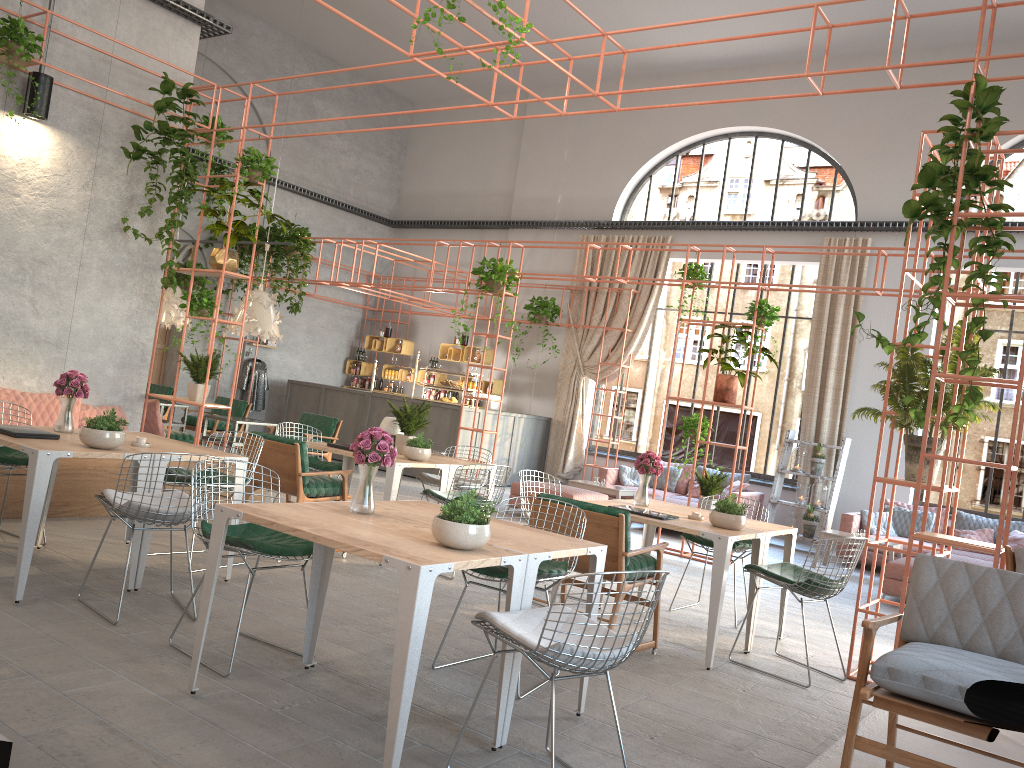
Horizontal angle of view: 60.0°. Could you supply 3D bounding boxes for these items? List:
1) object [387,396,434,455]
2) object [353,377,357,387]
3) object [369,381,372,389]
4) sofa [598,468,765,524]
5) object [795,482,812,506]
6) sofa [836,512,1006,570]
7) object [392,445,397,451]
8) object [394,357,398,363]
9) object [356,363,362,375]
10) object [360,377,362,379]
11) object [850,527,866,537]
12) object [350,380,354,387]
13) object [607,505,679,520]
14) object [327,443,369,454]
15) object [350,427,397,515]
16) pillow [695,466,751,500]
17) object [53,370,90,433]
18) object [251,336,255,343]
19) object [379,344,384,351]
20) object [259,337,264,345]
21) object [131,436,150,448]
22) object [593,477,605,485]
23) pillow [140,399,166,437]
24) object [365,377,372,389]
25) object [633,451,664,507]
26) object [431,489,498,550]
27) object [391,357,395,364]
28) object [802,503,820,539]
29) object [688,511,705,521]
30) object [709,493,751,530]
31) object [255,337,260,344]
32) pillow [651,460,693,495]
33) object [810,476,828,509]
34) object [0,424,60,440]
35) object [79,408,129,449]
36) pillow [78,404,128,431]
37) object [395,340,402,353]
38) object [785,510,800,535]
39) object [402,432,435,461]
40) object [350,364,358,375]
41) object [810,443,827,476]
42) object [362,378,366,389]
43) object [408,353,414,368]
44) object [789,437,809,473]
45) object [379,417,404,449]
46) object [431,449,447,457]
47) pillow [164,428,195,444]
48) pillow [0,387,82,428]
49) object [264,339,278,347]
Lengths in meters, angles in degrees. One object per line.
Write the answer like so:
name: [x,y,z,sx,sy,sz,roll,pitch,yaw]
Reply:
object: [-0.919,0.374,7.972,0.368,0.527,0.438,8,-1,35]
object: [-3.096,-0.042,17.512,0.070,0.209,0.070,8,-1,26]
object: [-2.990,0.096,17.452,0.711,0.529,0.084,8,-1,38]
sofa: [2.168,1.681,12.636,2.219,0.672,1.960,8,-1,36]
object: [4.020,1.523,12.282,0.223,0.297,0.223,9,-1,-35]
sofa: [5.027,2.062,10.592,2.219,0.672,1.960,8,-1,36]
object: [-1.121,0.542,8.391,0.210,0.154,0.165,8,-1,25]
object: [-2.219,-0.427,16.983,0.083,0.159,0.083,7,-1,45]
object: [-3.006,-0.298,17.499,0.094,0.248,0.072,8,-1,35]
object: [-3.014,-0.028,17.638,0.070,0.209,0.070,8,-1,18]
object: [4.060,1.779,10.477,0.199,0.145,0.156,9,-1,-40]
object: [-3.166,-0.011,17.571,0.073,0.131,0.073,9,-1,-30]
object: [0.898,0.885,6.072,0.427,0.031,0.268,8,-1,35]
object: [-1.360,0.558,7.668,0.427,0.031,0.268,8,-1,35]
object: [-0.670,0.409,4.208,0.225,0.414,0.213,8,-1,28]
pillow: [3.059,1.501,13.084,0.836,0.476,0.273,8,-1,36]
object: [-2.887,0.113,5.793,0.225,0.414,0.213,8,-1,28]
object: [-4.596,-0.806,15.791,0.055,0.164,0.092,9,-1,-36]
object: [-2.517,-0.701,17.245,0.141,0.142,0.123,8,-1,35]
object: [-4.497,-0.811,15.907,0.081,0.204,0.081,8,-1,36]
object: [-2.352,0.361,5.623,0.115,0.078,0.115,7,-1,41]
object: [1.201,1.397,12.521,0.199,0.145,0.156,9,-1,-40]
pillow: [-3.873,0.344,9.071,0.839,0.474,0.276,8,-1,26]
object: [-2.803,-0.022,17.325,0.094,0.248,0.072,8,-1,35]
object: [1.000,0.702,6.599,0.225,0.414,0.213,8,-1,28]
object: [-0.204,0.553,3.663,0.252,0.247,0.247,8,-1,35]
object: [-2.293,-0.437,17.036,0.083,0.159,0.083,7,-1,45]
object: [4.047,1.852,12.012,0.236,0.464,0.225,8,-1,13]
object: [1.289,0.920,6.203,0.115,0.073,0.115,8,-1,30]
object: [1.452,0.855,5.952,0.252,0.247,0.247,8,-1,35]
object: [-4.543,-0.792,15.832,0.063,0.151,0.063,8,-1,21]
pillow: [2.333,1.402,13.617,0.839,0.474,0.276,8,-1,36]
object: [4.203,1.480,12.120,0.216,0.430,0.219,8,-1,29]
object: [-2.970,0.287,5.365,0.427,0.031,0.268,8,-1,35]
object: [-2.415,0.257,5.244,0.254,0.247,0.248,8,-1,35]
pillow: [-3.802,0.386,8.121,0.289,0.385,0.666,8,-1,31]
object: [-2.166,-0.712,17.078,0.137,0.261,0.137,9,-1,-19]
object: [3.853,1.901,12.177,0.192,0.320,0.208,7,-1,41]
object: [-0.805,0.528,7.547,0.254,0.247,0.248,8,-1,35]
object: [-3.129,-0.289,17.599,0.131,0.207,0.131,8,-1,-10]
object: [4.253,1.037,12.325,0.212,0.457,0.217,9,-1,-38]
object: [-2.896,-0.019,17.382,0.105,0.219,0.073,7,-1,42]
object: [-1.928,-0.443,16.933,0.075,0.273,0.075,8,-1,2]
object: [4.049,0.986,12.479,0.216,0.500,0.216,9,-1,-23]
object: [-1.123,0.468,8.237,0.241,0.313,0.241,8,-1,-10]
object: [-0.722,0.653,8.403,0.218,0.041,0.218,7,-1,44]
pillow: [-3.746,0.556,9.475,0.637,0.149,0.491,8,-1,36]
pillow: [-4.145,0.279,7.584,0.839,0.474,0.276,9,-1,-34]
object: [-4.379,-0.758,16.081,0.129,0.149,0.219,8,-1,35]
